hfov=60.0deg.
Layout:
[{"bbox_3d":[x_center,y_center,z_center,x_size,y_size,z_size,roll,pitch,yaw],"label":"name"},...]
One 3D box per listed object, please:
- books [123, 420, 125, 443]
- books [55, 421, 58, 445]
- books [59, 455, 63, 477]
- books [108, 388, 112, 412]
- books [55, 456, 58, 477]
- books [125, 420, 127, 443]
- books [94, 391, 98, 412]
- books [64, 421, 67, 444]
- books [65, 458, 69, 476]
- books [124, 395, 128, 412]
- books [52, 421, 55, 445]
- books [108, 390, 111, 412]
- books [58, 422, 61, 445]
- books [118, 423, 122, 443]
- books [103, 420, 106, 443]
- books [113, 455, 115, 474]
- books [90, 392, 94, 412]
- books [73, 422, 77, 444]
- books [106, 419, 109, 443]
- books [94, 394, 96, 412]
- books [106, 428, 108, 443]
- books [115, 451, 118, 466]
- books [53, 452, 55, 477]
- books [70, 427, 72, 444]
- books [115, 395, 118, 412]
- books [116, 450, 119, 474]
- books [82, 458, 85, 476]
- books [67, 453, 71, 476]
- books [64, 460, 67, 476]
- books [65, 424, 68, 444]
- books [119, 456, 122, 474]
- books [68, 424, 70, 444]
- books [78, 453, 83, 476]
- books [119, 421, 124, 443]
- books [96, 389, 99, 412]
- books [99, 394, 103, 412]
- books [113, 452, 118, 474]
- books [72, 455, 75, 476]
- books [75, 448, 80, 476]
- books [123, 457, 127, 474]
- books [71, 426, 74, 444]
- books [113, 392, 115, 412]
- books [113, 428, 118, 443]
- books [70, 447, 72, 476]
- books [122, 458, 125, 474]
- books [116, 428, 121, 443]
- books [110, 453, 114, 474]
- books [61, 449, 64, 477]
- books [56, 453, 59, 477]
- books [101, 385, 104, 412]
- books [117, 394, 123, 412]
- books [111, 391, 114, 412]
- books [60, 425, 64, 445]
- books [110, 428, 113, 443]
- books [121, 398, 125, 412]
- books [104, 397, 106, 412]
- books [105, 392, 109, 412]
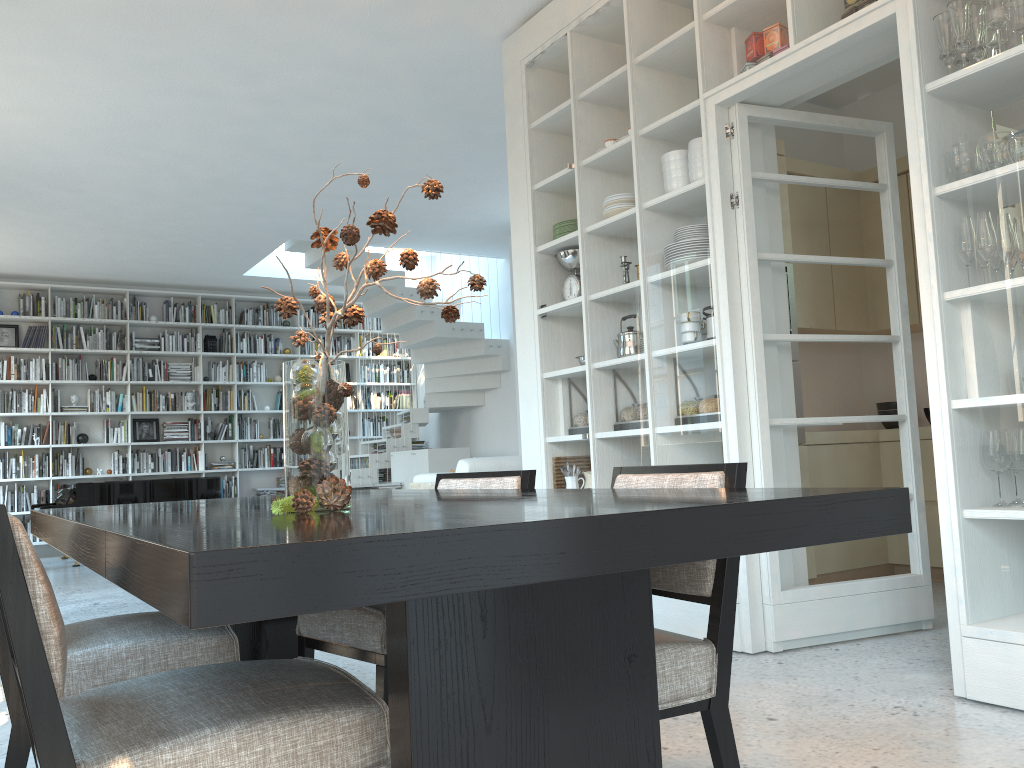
[{"bbox_3d":[-4.678,0.578,10.679,0.011,0.278,0.187,0,-5,-32],"label":"books"},{"bbox_3d":[-5.302,0.577,10.311,0.026,0.274,0.154,0,-5,-32],"label":"books"},{"bbox_3d":[-5.245,0.954,10.294,0.042,0.248,0.163,0,-5,-32],"label":"books"},{"bbox_3d":[-4.823,0.201,10.635,0.011,0.300,0.178,0,-5,-32],"label":"books"},{"bbox_3d":[-5.285,0.958,10.268,0.030,0.239,0.157,0,-5,-32],"label":"books"},{"bbox_3d":[-4.666,0.577,10.690,0.021,0.281,0.162,0,-5,-32],"label":"books"},{"bbox_3d":[-4.956,0.218,10.561,0.022,0.267,0.151,0,-5,-32],"label":"books"},{"bbox_3d":[-5.215,0.575,10.336,0.026,0.274,0.190,0,-5,-32],"label":"books"},{"bbox_3d":[-5.185,0.970,10.329,0.021,0.215,0.172,0,-5,-32],"label":"books"},{"bbox_3d":[-4.680,0.245,10.740,0.026,0.217,0.126,0,-5,-32],"label":"books"},{"bbox_3d":[-5.322,0.572,10.294,0.025,0.284,0.145,0,-5,-32],"label":"books"},{"bbox_3d":[-4.827,0.217,10.620,0.012,0.265,0.193,0,-5,-32],"label":"books"},{"bbox_3d":[-5.272,0.582,10.321,0.036,0.263,0.166,0,-5,-32],"label":"books"},{"bbox_3d":[-4.711,0.595,10.659,0.012,0.244,0.171,0,-5,-32],"label":"books"},{"bbox_3d":[-4.863,0.575,10.580,0.012,0.285,0.159,0,-5,-32],"label":"books"},{"bbox_3d":[-4.772,0.970,10.608,0.015,0.225,0.148,0,-5,-32],"label":"books"},{"bbox_3d":[-4.991,0.226,10.523,0.030,0.247,0.174,0,-5,-32],"label":"books"},{"bbox_3d":[-5.138,0.583,10.416,0.028,0.265,0.144,0,-5,-32],"label":"books"},{"bbox_3d":[-4.836,0.572,10.605,0.011,0.291,0.156,0,-5,-32],"label":"books"},{"bbox_3d":[-4.983,0.239,10.560,0.024,0.227,0.137,0,-5,-32],"label":"books"},{"bbox_3d":[-4.842,0.624,10.582,0.025,0.186,0.154,0,-5,-32],"label":"books"},{"bbox_3d":[-4.737,0.944,10.628,0.010,0.277,0.155,0,-5,-32],"label":"books"},{"bbox_3d":[-5.306,0.936,10.261,0.013,0.283,0.146,0,-5,-32],"label":"books"},{"bbox_3d":[-5.171,0.610,10.380,0.011,0.207,0.180,0,-5,-32],"label":"books"},{"bbox_3d":[-4.778,0.244,10.683,0.026,0.219,0.150,0,-5,-32],"label":"books"},{"bbox_3d":[-4.725,0.937,10.631,0.014,0.290,0.132,0,-5,-32],"label":"books"},{"bbox_3d":[-5.048,0.974,10.427,0.023,0.212,0.160,0,-5,-32],"label":"books"},{"bbox_3d":[-5.164,0.944,10.341,0.027,0.269,0.185,0,-5,-32],"label":"books"},{"bbox_3d":[-5.206,0.980,10.320,0.024,0.195,0.157,0,-5,-32],"label":"books"},{"bbox_3d":[-5.208,0.593,10.363,0.014,0.243,0.153,0,-5,-32],"label":"books"},{"bbox_3d":[-4.701,0.971,10.632,0.029,0.220,0.153,0,-5,-32],"label":"books"},{"bbox_3d":[-5.199,0.593,10.388,0.028,0.247,0.142,0,-5,-32],"label":"books"},{"bbox_3d":[-5.063,0.948,10.403,0.027,0.261,0.163,0,-5,-32],"label":"books"},{"bbox_3d":[-4.699,0.583,10.676,0.027,0.269,0.178,0,-5,-32],"label":"books"},{"bbox_3d":[-4.936,0.207,10.561,0.012,0.286,0.167,0,-5,-32],"label":"books"},{"bbox_3d":[-4.917,0.239,10.589,0.048,0.224,0.149,0,-5,-32],"label":"books"},{"bbox_3d":[-4.745,0.947,10.606,0.027,0.269,0.159,0,-5,-32],"label":"books"},{"bbox_3d":[-5.138,0.960,10.376,0.029,0.240,0.136,0,-5,-32],"label":"books"},{"bbox_3d":[-5.098,0.915,10.387,0.050,0.328,0.166,0,-5,-32],"label":"books"},{"bbox_3d":[-4.656,0.982,10.667,0.024,0.200,0.158,0,-5,-32],"label":"books"},{"bbox_3d":[-5.153,0.606,10.387,0.028,0.216,0.175,0,-5,-32],"label":"books"},{"bbox_3d":[-4.799,0.225,10.672,0.022,0.256,0.152,0,-5,-32],"label":"books"},{"bbox_3d":[-4.762,0.623,10.632,0.057,0.188,0.156,0,-6,-32],"label":"books"},{"bbox_3d":[-5.162,0.912,10.376,0.013,0.338,0.138,0,-5,-32],"label":"books"},{"bbox_3d":[-4.686,0.987,10.664,0.031,0.194,0.142,0,-5,-32],"label":"books"},{"bbox_3d":[-4.731,0.624,10.657,0.024,0.188,0.172,0,-6,-32],"label":"books"},{"bbox_3d":[-4.780,0.955,10.596,0.012,0.254,0.161,0,-5,-32],"label":"books"},{"bbox_3d":[-5.222,0.921,10.310,0.014,0.313,0.166,0,-5,-32],"label":"books"},{"bbox_3d":[-5.264,0.941,10.274,0.012,0.272,0.181,0,-5,-32],"label":"books"},{"bbox_3d":[-4.891,0.187,10.601,0.010,0.329,0.173,0,-5,-32],"label":"books"},{"bbox_3d":[-4.730,0.238,10.686,0.060,0.227,0.179,0,-5,-32],"label":"books"},{"bbox_3d":[-4.808,0.221,10.643,0.023,0.259,0.170,0,-5,-32],"label":"books"},{"bbox_3d":[-5.247,0.600,10.338,0.025,0.228,0.153,0,-5,-32],"label":"books"},{"bbox_3d":[-4.807,0.627,10.621,0.030,0.182,0.154,0,-5,-32],"label":"books"},{"bbox_3d":[-4.701,0.263,10.723,0.027,0.181,0.142,0,-5,-32],"label":"books"},{"bbox_3d":[-4.880,0.258,10.617,0.025,0.189,0.140,0,-5,-32],"label":"books"},{"bbox_3d":[-4.849,0.228,10.617,0.028,0.247,0.170,0,-5,-32],"label":"books"}]
